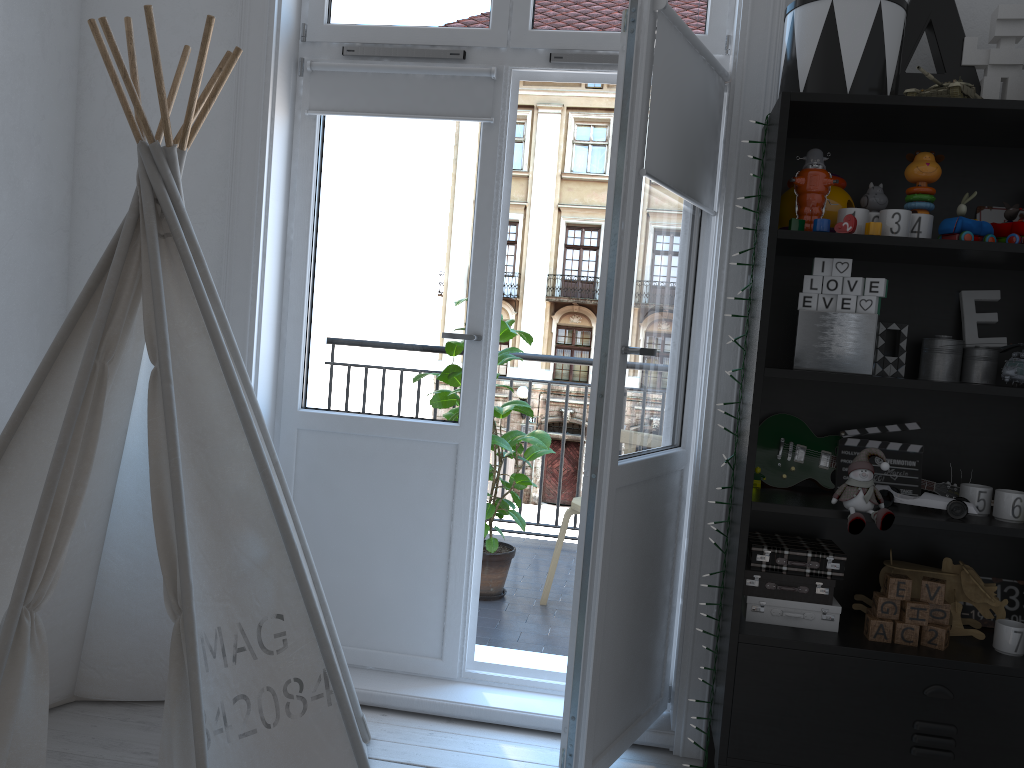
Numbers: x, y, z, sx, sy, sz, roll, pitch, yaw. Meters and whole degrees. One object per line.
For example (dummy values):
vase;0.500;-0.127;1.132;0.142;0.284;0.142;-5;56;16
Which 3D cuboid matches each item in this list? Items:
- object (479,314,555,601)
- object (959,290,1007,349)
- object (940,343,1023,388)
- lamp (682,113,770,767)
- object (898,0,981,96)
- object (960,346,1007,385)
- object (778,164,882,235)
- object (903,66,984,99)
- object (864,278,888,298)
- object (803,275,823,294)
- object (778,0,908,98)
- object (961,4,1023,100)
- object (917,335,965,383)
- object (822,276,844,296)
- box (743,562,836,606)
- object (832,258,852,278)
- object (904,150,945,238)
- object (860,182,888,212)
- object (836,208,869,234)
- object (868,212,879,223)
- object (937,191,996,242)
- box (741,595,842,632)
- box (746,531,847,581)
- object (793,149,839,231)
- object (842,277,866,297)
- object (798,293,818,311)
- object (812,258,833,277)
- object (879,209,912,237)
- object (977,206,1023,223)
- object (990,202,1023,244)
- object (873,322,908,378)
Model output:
object;-0.129;0.254;3.685;0.720;1.225;0.489;6;3;18
object;1.160;-0.159;2.186;0.107;0.151;0.055;5;3;8
object;1.178;-0.043;2.027;0.367;0.106;0.349;5;3;10
lamp;0.982;0.219;2.152;0.985;1.685;0.095;5;3;6
object;1.012;-0.791;2.176;0.343;0.344;0.057;5;3;8
object;1.131;-0.043;2.068;0.078;0.091;0.246;5;3;3
object;0.738;-0.434;2.095;0.197;0.197;0.318;5;3;5
object;0.976;-0.663;2.002;0.121;0.100;0.338;7;4;43
object;0.813;-0.215;1.980;0.040;0.040;0.040;7;4;33
object;0.689;-0.227;2.034;0.040;0.040;0.040;6;3;18
object;0.808;-0.763;2.133;0.272;0.259;0.395;7;4;37
object;1.176;-0.748;2.122;0.190;0.291;0.065;5;3;13
object;1.047;-0.063;2.164;0.095;0.111;0.095;5;3;13
object;0.731;-0.223;2.016;0.040;0.040;0.040;6;4;28
box;0.660;0.477;2.168;0.215;0.062;0.179;5;3;8
object;0.747;-0.262;2.008;0.040;0.040;0.040;6;3;18
object;0.929;-0.423;2.018;0.077;0.213;0.077;8;4;42
object;0.875;-0.408;2.152;0.063;0.160;0.063;4;3;-13
object;0.775;-0.362;2.020;0.067;0.067;0.067;5;3;9
object;0.835;-0.360;2.056;0.067;0.067;0.067;4;3;-18
object;1.033;-0.370;2.005;0.121;0.126;0.087;4;3;-14
box;0.674;0.539;2.169;0.215;0.062;0.179;5;3;8
box;0.684;0.417;2.163;0.215;0.062;0.179;5;3;8
object;0.694;-0.438;2.030;0.105;0.203;0.072;5;3;16
object;0.773;-0.219;1.998;0.040;0.040;0.040;7;4;38
object;0.681;-0.188;2.038;0.040;0.040;0.040;6;3;23
object;0.708;-0.266;2.025;0.040;0.040;0.040;5;3;13
object;0.859;-0.354;1.993;0.067;0.067;0.067;5;3;9
object;1.317;-0.361;2.163;0.347;0.132;0.037;5;3;8
object;1.148;-0.362;2.031;0.087;0.112;0.121;3;3;-21
object;0.945;-0.085;2.213;0.070;0.135;0.028;5;3;8
